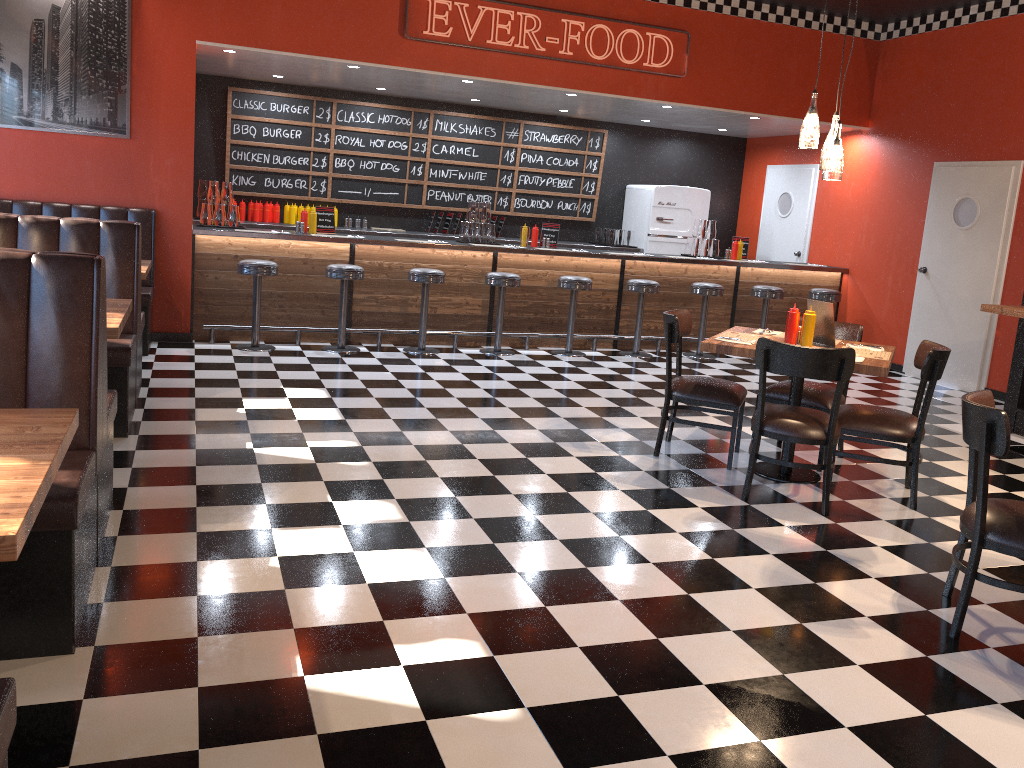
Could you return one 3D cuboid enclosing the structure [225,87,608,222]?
[{"bbox_3d":[-1.005,-2.654,10.504,4.541,1.138,0.202,0,10,-20],"label":"structure"}]

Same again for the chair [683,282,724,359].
[{"bbox_3d":[2.006,-0.672,9.287,0.348,0.769,0.351,1,10,-20],"label":"chair"}]

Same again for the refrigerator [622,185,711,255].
[{"bbox_3d":[1.934,-1.637,11.404,0.802,1.790,0.856,1,10,-20],"label":"refrigerator"}]

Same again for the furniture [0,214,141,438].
[{"bbox_3d":[-2.967,-0.342,4.806,1.709,1.146,0.711,1,11,-20],"label":"furniture"}]

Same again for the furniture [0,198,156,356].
[{"bbox_3d":[-3.767,-0.864,7.027,1.709,1.146,0.711,1,11,-20],"label":"furniture"}]

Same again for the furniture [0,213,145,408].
[{"bbox_3d":[-3.202,-0.496,5.460,1.709,1.146,0.711,1,11,-20],"label":"furniture"}]

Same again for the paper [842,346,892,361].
[{"bbox_3d":[1.967,-0.173,4.938,0.262,0.001,0.367,10,13,24],"label":"paper"}]

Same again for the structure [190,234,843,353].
[{"bbox_3d":[0.477,-0.781,9.010,7.038,1.032,0.217,0,10,-20],"label":"structure"}]

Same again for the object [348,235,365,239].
[{"bbox_3d":[-1.474,-1.396,8.381,0.157,0.019,0.257,2,12,-14],"label":"object"}]

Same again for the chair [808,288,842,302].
[{"bbox_3d":[3.419,-0.665,9.802,0.349,0.769,0.350,9,11,24],"label":"chair"}]

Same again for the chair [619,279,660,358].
[{"bbox_3d":[1.300,-0.676,9.030,0.349,0.769,0.350,9,11,24],"label":"chair"}]

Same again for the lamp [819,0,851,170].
[{"bbox_3d":[1.875,-2.173,4.874,0.108,1.952,0.109,-1,11,-33],"label":"lamp"}]

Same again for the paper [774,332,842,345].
[{"bbox_3d":[1.795,-0.277,5.376,0.366,0.001,0.262,10,13,27],"label":"paper"}]

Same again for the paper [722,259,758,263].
[{"bbox_3d":[2.543,-1.365,9.839,0.365,0.001,0.263,0,12,-19],"label":"paper"}]

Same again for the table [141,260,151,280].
[{"bbox_3d":[-3.488,-0.491,6.266,1.691,0.768,0.964,0,11,-20],"label":"table"}]

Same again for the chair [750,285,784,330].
[{"bbox_3d":[2.713,-0.669,9.545,0.348,0.769,0.351,2,10,-15],"label":"chair"}]

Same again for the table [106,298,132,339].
[{"bbox_3d":[-2.697,0.025,4.068,1.691,0.768,0.964,0,11,-20],"label":"table"}]

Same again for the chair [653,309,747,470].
[{"bbox_3d":[1.154,0.007,5.428,0.545,0.861,0.489,8,10,19],"label":"chair"}]

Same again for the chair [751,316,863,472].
[{"bbox_3d":[1.865,0.033,5.580,0.488,0.861,0.546,12,12,36],"label":"chair"}]

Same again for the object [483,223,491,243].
[{"bbox_3d":[-0.267,-1.560,9.167,0.105,0.207,0.106,9,11,24],"label":"object"}]

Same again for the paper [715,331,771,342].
[{"bbox_3d":[1.362,-0.278,5.210,0.262,0.001,0.367,10,13,24],"label":"paper"}]

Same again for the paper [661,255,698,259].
[{"bbox_3d":[1.838,-1.371,9.590,0.365,0.001,0.263,1,12,-19],"label":"paper"}]

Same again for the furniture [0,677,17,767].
[{"bbox_3d":[-1.608,0.544,1.035,1.709,1.146,0.711,1,11,-20],"label":"furniture"}]

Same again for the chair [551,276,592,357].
[{"bbox_3d":[0.594,-0.680,8.773,0.349,0.769,0.350,9,11,24],"label":"chair"}]

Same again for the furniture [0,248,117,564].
[{"bbox_3d":[-2.405,0.024,3.248,1.709,1.146,0.711,1,11,-20],"label":"furniture"}]

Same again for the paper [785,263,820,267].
[{"bbox_3d":[3.297,-1.361,10.113,0.365,0.001,0.263,3,12,-9],"label":"paper"}]

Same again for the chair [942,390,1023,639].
[{"bbox_3d":[1.913,0.504,3.308,0.546,0.861,0.489,9,11,21],"label":"chair"}]

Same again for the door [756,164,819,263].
[{"bbox_3d":[3.400,-1.676,11.238,0.161,2.164,1.034,1,10,-20],"label":"door"}]

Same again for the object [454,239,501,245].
[{"bbox_3d":[-0.348,-1.455,9.104,0.437,0.018,0.275,0,12,-20],"label":"object"}]

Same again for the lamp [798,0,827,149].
[{"bbox_3d":[1.755,-2.296,4.869,0.108,1.952,0.109,0,10,-28],"label":"lamp"}]

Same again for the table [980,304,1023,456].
[{"bbox_3d":[3.887,0.108,5.676,0.695,0.992,1.705,1,12,-20],"label":"table"}]

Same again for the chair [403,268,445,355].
[{"bbox_3d":[-0.819,-0.687,8.258,0.349,0.769,0.350,10,11,29],"label":"chair"}]

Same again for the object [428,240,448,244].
[{"bbox_3d":[-0.729,-1.397,8.676,0.157,0.019,0.257,-1,13,-24],"label":"object"}]

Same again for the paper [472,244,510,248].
[{"bbox_3d":[-0.225,-1.377,8.813,0.365,0.001,0.263,1,12,-19],"label":"paper"}]

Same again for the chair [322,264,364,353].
[{"bbox_3d":[-1.525,-0.691,8.001,0.349,0.769,0.350,10,11,29],"label":"chair"}]

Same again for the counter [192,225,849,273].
[{"bbox_3d":[0.417,-1.380,9.210,7.038,0.050,0.681,0,12,-20],"label":"counter"}]

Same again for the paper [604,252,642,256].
[{"bbox_3d":[1.161,-1.367,9.306,0.365,0.001,0.263,-1,13,-24],"label":"paper"}]

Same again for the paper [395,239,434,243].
[{"bbox_3d":[-0.938,-1.383,8.567,0.365,0.001,0.263,1,12,-19],"label":"paper"}]

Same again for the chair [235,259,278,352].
[{"bbox_3d":[-2.231,-0.695,7.743,0.349,0.769,0.350,9,11,24],"label":"chair"}]

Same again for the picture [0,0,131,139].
[{"bbox_3d":[-3.620,-2.682,7.118,1.023,1.292,0.016,1,10,-20],"label":"picture"}]

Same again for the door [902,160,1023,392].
[{"bbox_3d":[4.338,-1.065,8.636,0.161,2.164,1.034,1,10,-20],"label":"door"}]

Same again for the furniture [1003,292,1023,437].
[{"bbox_3d":[5.823,0.748,2.953,1.104,1.141,8.827,1,12,-20],"label":"furniture"}]

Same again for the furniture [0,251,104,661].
[{"bbox_3d":[-2.170,0.178,2.594,1.709,1.146,0.711,1,11,-20],"label":"furniture"}]

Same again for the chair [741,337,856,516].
[{"bbox_3d":[1.507,0.186,4.697,0.487,0.861,0.547,8,10,19],"label":"chair"}]

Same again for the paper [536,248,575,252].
[{"bbox_3d":[0.425,-1.372,9.043,0.365,0.001,0.263,1,12,-19],"label":"paper"}]

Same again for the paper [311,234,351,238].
[{"bbox_3d":[-1.689,-1.382,8.270,0.365,0.001,0.263,1,12,-19],"label":"paper"}]

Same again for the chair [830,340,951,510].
[{"bbox_3d":[2.072,0.186,4.917,0.545,0.861,0.489,8,10,19],"label":"chair"}]

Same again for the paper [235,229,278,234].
[{"bbox_3d":[-2.319,-1.383,8.025,0.365,0.001,0.263,1,12,-19],"label":"paper"}]

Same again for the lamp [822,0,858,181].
[{"bbox_3d":[1.851,-2.092,4.763,0.109,1.952,0.109,9,10,26],"label":"lamp"}]

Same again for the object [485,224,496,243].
[{"bbox_3d":[-0.217,-1.534,9.062,0.105,0.207,0.106,9,11,24],"label":"object"}]

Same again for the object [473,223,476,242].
[{"bbox_3d":[-0.378,-1.560,9.126,0.105,0.207,0.106,9,11,24],"label":"object"}]

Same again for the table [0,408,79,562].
[{"bbox_3d":[-1.896,0.547,1.844,1.691,0.768,0.964,0,11,-20],"label":"table"}]

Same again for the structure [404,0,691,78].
[{"bbox_3d":[0.398,-3.303,8.403,2.874,0.435,0.123,0,10,-20],"label":"structure"}]

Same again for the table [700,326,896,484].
[{"bbox_3d":[1.640,0.151,5.150,0.959,0.768,0.965,9,12,24],"label":"table"}]

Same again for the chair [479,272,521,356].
[{"bbox_3d":[-0.112,-0.684,8.515,0.349,0.769,0.350,8,10,19],"label":"chair"}]

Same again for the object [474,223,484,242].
[{"bbox_3d":[-0.335,-1.536,9.027,0.105,0.207,0.106,9,11,24],"label":"object"}]
